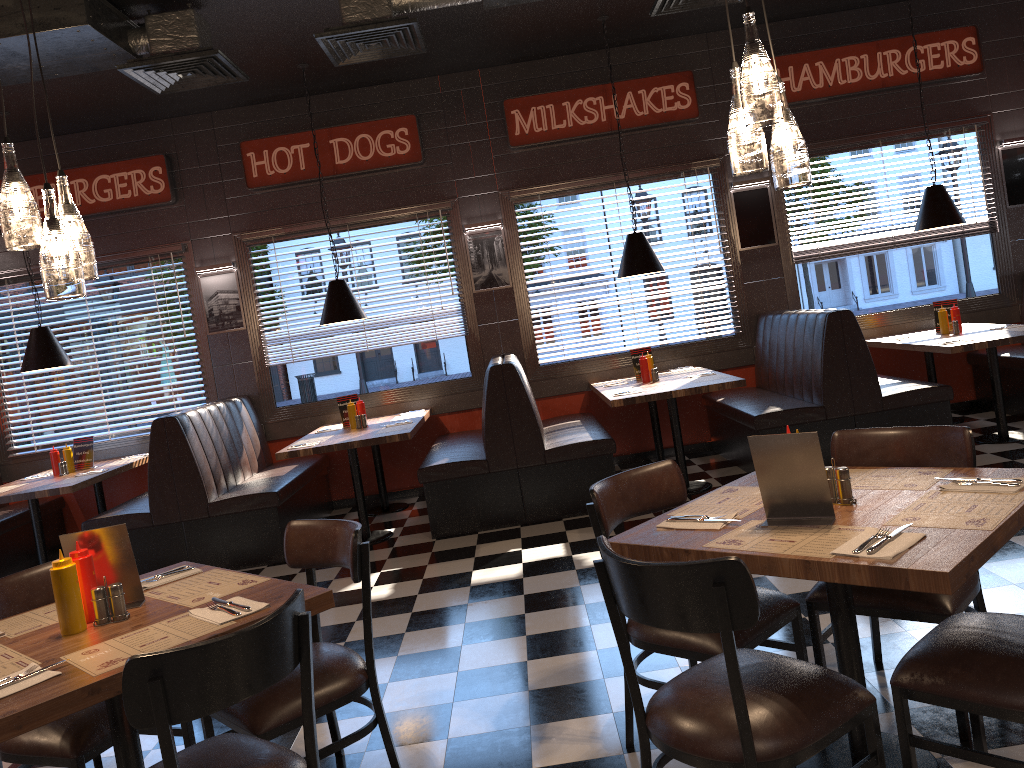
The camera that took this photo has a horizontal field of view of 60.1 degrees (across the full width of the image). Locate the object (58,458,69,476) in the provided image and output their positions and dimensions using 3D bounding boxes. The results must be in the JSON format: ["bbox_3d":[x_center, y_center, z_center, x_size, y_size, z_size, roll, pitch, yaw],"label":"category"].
[{"bbox_3d":[-3.560,0.657,7.021,0.047,0.136,0.094,-9,3,0],"label":"object"}]

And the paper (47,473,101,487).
[{"bbox_3d":[-3.234,0.708,6.551,0.261,0.001,0.366,-9,4,-2],"label":"paper"}]

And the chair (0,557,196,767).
[{"bbox_3d":[-1.435,1.047,2.901,0.543,0.866,0.488,-8,3,23],"label":"chair"}]

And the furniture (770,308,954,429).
[{"bbox_3d":[2.720,-0.073,7.043,0.706,1.152,1.713,-9,4,0],"label":"furniture"}]

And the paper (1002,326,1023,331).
[{"bbox_3d":[3.845,-0.418,6.620,0.261,0.001,0.366,-9,4,3],"label":"paper"}]

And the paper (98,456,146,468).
[{"bbox_3d":[-3.230,0.645,7.369,0.261,0.001,0.366,-9,4,2],"label":"paper"}]

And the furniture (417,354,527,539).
[{"bbox_3d":[-0.337,0.411,7.051,0.706,1.152,1.713,-9,4,0],"label":"furniture"}]

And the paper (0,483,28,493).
[{"bbox_3d":[-3.857,0.799,6.656,0.261,0.001,0.366,-9,4,1],"label":"paper"}]

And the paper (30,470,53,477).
[{"bbox_3d":[-3.867,0.742,7.424,0.261,0.001,0.366,-9,4,1],"label":"paper"}]

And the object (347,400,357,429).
[{"bbox_3d":[-1.276,0.237,7.082,0.068,0.237,0.068,-10,2,-16],"label":"object"}]

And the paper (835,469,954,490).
[{"bbox_3d":[1.159,0.299,2.794,0.364,0.001,0.262,-5,6,43],"label":"paper"}]

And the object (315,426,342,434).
[{"bbox_3d":[-1.473,0.370,7.223,0.255,0.019,0.158,-9,4,-1],"label":"object"}]

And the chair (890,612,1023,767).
[{"bbox_3d":[1.296,0.666,2.215,0.488,0.866,0.543,-11,3,-42],"label":"chair"}]

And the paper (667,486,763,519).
[{"bbox_3d":[0.699,0.371,2.805,0.260,0.001,0.367,-5,6,44],"label":"paper"}]

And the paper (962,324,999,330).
[{"bbox_3d":[3.848,-0.477,7.388,0.261,0.001,0.366,-9,4,2],"label":"paper"}]

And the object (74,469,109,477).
[{"bbox_3d":[-3.250,0.683,6.802,0.255,0.019,0.158,-9,4,-1],"label":"object"}]

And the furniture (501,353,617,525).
[{"bbox_3d":[0.361,0.301,7.049,0.706,1.152,1.713,-9,4,0],"label":"furniture"}]

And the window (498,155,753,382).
[{"bbox_3d":[1.012,-1.021,7.916,2.027,1.712,0.128,-9,2,0],"label":"window"}]

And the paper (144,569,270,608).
[{"bbox_3d":[-0.965,0.636,2.780,0.364,0.001,0.262,-5,6,44],"label":"paper"}]

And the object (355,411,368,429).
[{"bbox_3d":[-1.196,0.283,7.015,0.094,0.136,0.046,-10,3,-30],"label":"object"}]

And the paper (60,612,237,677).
[{"bbox_3d":[-0.948,0.669,2.317,0.367,0.001,0.260,-13,6,-43],"label":"paper"}]

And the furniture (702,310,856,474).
[{"bbox_3d":[2.023,0.038,7.045,0.706,1.152,1.713,-9,4,0],"label":"furniture"}]

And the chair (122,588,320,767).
[{"bbox_3d":[-0.735,0.990,2.193,0.543,0.866,0.488,-7,3,40],"label":"chair"}]

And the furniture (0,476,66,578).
[{"bbox_3d":[-4.358,1.047,7.062,0.706,1.152,1.713,-9,4,0],"label":"furniture"}]

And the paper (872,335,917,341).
[{"bbox_3d":[3.228,-0.388,7.505,0.261,0.001,0.366,-9,4,-1],"label":"paper"}]

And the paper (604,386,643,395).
[{"bbox_3d":[0.842,0.048,6.744,0.261,0.001,0.366,-9,4,1],"label":"paper"}]

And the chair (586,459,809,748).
[{"bbox_3d":[0.595,0.723,2.923,0.488,0.866,0.543,-11,3,-45],"label":"chair"}]

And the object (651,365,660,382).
[{"bbox_3d":[1.130,-0.085,7.009,0.046,0.136,0.094,-8,3,25],"label":"object"}]

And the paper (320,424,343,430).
[{"bbox_3d":[-1.484,0.361,7.474,0.261,0.001,0.366,-9,4,-2],"label":"paper"}]

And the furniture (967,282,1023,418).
[{"bbox_3d":[4.382,-0.336,7.038,0.706,1.152,1.713,-9,4,0],"label":"furniture"}]

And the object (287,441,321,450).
[{"bbox_3d":[-1.476,0.435,6.366,0.255,0.019,0.158,-9,4,6],"label":"object"}]

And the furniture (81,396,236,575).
[{"bbox_3d":[-2.696,0.784,7.057,0.706,1.152,1.713,-9,4,0],"label":"furniture"}]

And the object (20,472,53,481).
[{"bbox_3d":[-3.836,0.746,7.189,0.255,0.019,0.158,-9,4,-4],"label":"object"}]

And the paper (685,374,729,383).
[{"bbox_3d":[1.464,-0.042,6.635,0.261,0.001,0.366,-9,4,-2],"label":"paper"}]

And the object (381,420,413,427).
[{"bbox_3d":[-0.892,0.307,6.830,0.255,0.019,0.158,-9,4,-4],"label":"object"}]

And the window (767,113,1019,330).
[{"bbox_3d":[3.371,-1.395,7.910,2.027,1.712,0.128,-9,2,0],"label":"window"}]

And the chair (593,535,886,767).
[{"bbox_3d":[0.555,0.783,2.223,0.546,0.866,0.485,-11,3,-36],"label":"chair"}]

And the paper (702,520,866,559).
[{"bbox_3d":[0.726,0.403,2.328,0.262,0.001,0.364,-13,6,-44],"label":"paper"}]

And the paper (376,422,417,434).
[{"bbox_3d":[-0.860,0.329,6.595,0.261,0.001,0.366,-9,4,2],"label":"paper"}]

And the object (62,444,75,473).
[{"bbox_3d":[-3.575,0.597,7.142,0.068,0.237,0.068,-10,2,-31],"label":"object"}]

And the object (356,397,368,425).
[{"bbox_3d":[-1.215,0.222,7.152,0.068,0.237,0.068,-10,2,-16],"label":"object"}]

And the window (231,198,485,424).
[{"bbox_3d":[-1.348,-0.648,7.923,2.027,1.712,0.128,-9,2,0],"label":"window"}]

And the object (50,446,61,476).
[{"bbox_3d":[-3.660,0.613,7.104,0.068,0.237,0.068,-10,2,-31],"label":"object"}]

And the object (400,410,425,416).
[{"bbox_3d":[-0.879,0.246,7.605,0.255,0.019,0.158,-9,4,1],"label":"object"}]

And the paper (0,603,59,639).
[{"bbox_3d":[-1.407,0.708,2.761,0.260,0.001,0.367,-5,6,44],"label":"paper"}]

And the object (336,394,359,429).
[{"bbox_3d":[-1.328,0.221,7.284,0.189,0.256,0.072,-11,2,-30],"label":"object"}]

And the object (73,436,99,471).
[{"bbox_3d":[-3.517,0.568,7.271,0.188,0.256,0.072,-9,2,10],"label":"object"}]

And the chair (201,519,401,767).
[{"bbox_3d":[-0.695,0.930,2.893,0.547,0.866,0.485,-11,3,-41],"label":"chair"}]

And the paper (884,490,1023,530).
[{"bbox_3d":[1.183,0.329,2.347,0.260,0.001,0.367,-5,6,44],"label":"paper"}]

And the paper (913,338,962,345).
[{"bbox_3d":[3.209,-0.323,6.688,0.261,0.001,0.366,-9,4,3],"label":"paper"}]

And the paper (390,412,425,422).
[{"bbox_3d":[-0.862,0.271,7.363,0.261,0.001,0.366,-9,4,1],"label":"paper"}]

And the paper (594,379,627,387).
[{"bbox_3d":[0.836,-0.010,7.511,0.261,0.001,0.366,-9,4,2],"label":"paper"}]

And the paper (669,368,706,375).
[{"bbox_3d":[1.473,-0.106,7.452,0.261,0.001,0.366,-9,4,2],"label":"paper"}]

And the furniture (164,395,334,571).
[{"bbox_3d":[-1.999,0.674,7.055,0.706,1.152,1.713,-9,4,0],"label":"furniture"}]

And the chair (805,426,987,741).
[{"bbox_3d":[1.300,0.608,2.966,0.485,0.866,0.547,-7,3,42],"label":"chair"}]

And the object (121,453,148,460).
[{"bbox_3d":[-3.249,0.621,7.614,0.255,0.019,0.158,-9,4,5],"label":"object"}]

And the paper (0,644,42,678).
[{"bbox_3d":[-1.420,0.745,2.296,0.364,0.001,0.262,-5,6,44],"label":"paper"}]

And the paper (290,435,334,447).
[{"bbox_3d":[-1.496,0.425,6.657,0.261,0.001,0.366,-9,4,2],"label":"paper"}]

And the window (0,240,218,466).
[{"bbox_3d":[-3.707,-0.275,7.929,2.027,1.712,0.128,-9,2,0],"label":"window"}]
